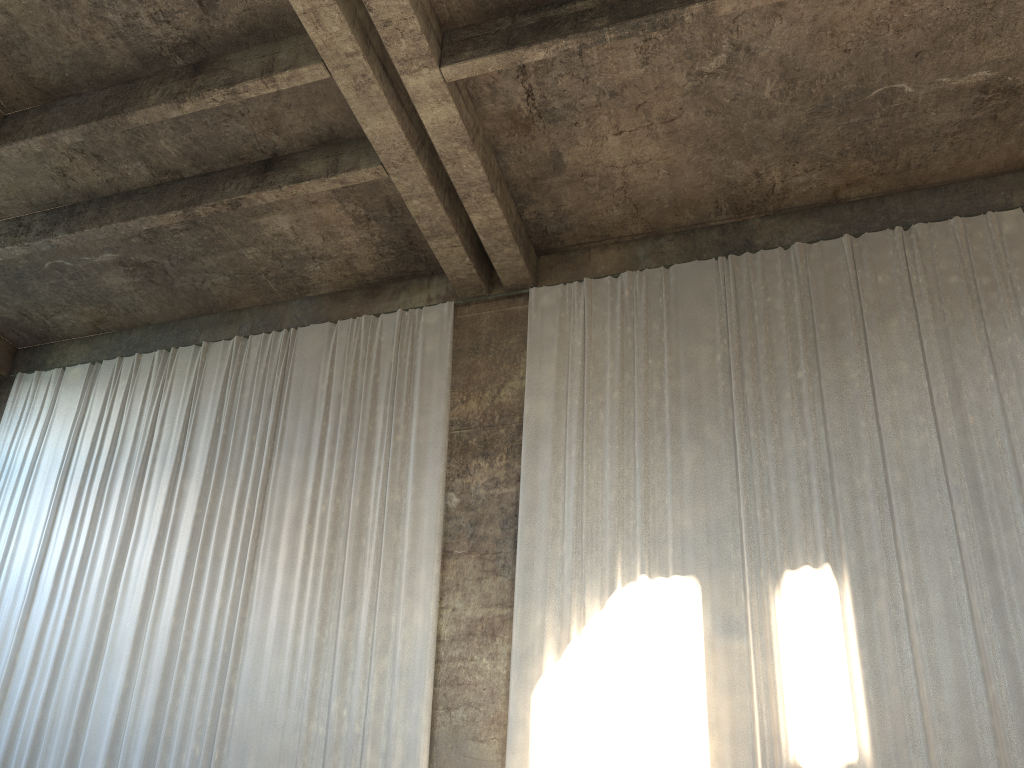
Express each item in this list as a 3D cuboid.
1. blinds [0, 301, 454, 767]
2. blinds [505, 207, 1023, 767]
[{"bbox_3d":[-4.583,3.007,11.500,7.850,8.189,0.289,-6,-27,16],"label":"blinds"},{"bbox_3d":[3.693,1.888,9.020,7.858,8.189,0.288,-7,-28,18],"label":"blinds"}]
